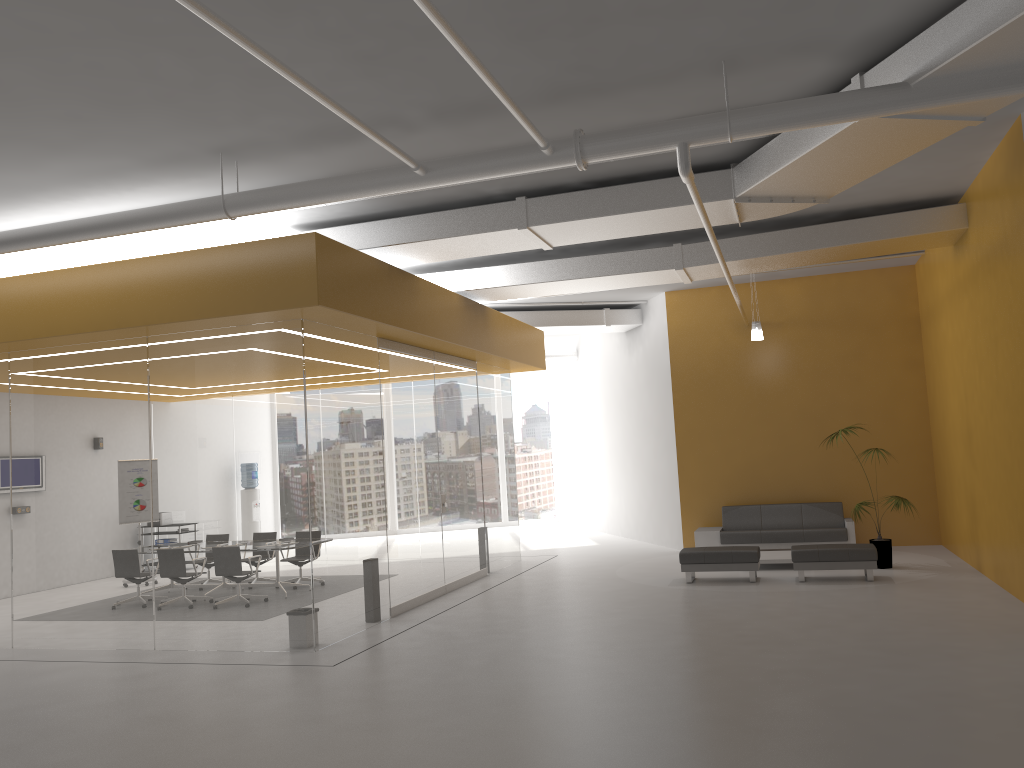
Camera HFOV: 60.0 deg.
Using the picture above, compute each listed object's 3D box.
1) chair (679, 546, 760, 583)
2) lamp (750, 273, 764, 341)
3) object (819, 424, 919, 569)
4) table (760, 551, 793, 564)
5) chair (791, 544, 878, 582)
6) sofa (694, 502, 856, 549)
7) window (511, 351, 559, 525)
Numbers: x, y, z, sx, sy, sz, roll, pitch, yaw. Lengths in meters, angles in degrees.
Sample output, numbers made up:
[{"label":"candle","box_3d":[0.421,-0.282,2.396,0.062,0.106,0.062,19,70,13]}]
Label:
[{"label":"chair","box_3d":[2.757,2.378,11.715,1.012,0.423,0.575,-5,-5,17]},{"label":"lamp","box_3d":[3.568,-1.254,13.061,0.174,1.227,0.174,0,-5,-31]},{"label":"object","box_3d":[4.850,1.515,12.058,0.912,1.956,1.222,0,-5,-32]},{"label":"table","box_3d":[3.812,2.541,12.785,1.000,0.150,1.000,-5,-5,17]},{"label":"chair","box_3d":[4.091,2.266,11.276,1.012,0.423,0.575,-5,-5,17]},{"label":"sofa","box_3d":[4.163,2.324,14.143,2.400,0.761,0.860,-5,-5,17]},{"label":"window","box_3d":[-1.694,1.469,22.612,8.533,4.498,0.100,-2,-5,-13]}]
